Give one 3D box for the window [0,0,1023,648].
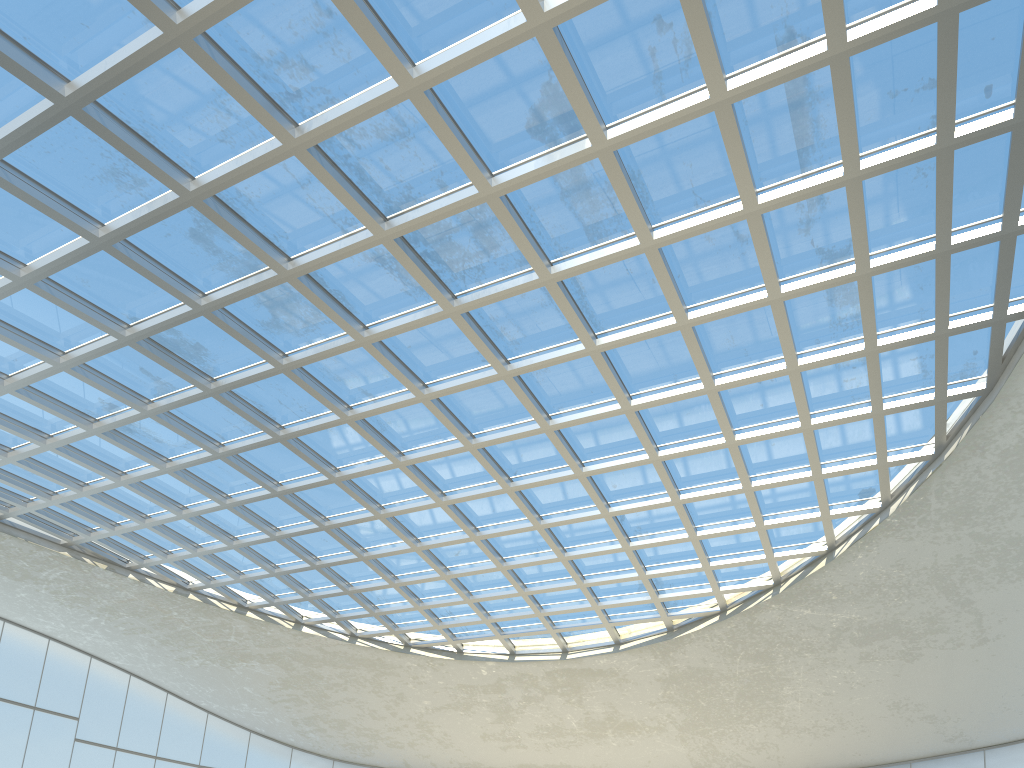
[{"bbox_3d":[-12.177,4.382,47.667,79.185,9.753,89.845,-12,-38,24],"label":"window"}]
